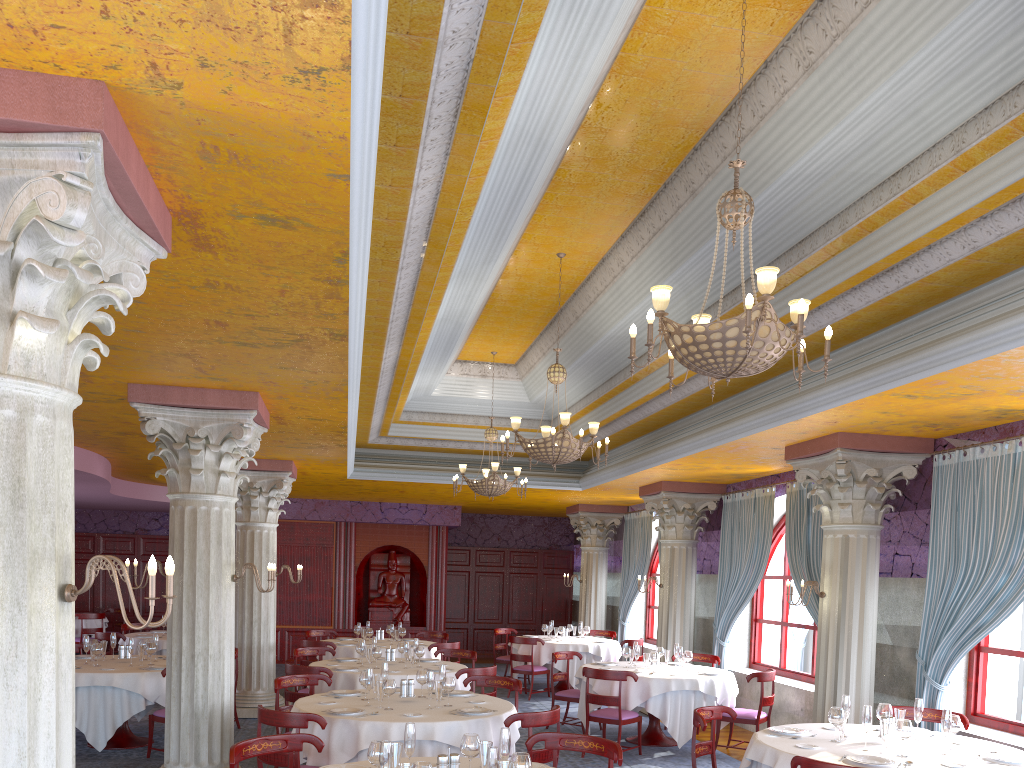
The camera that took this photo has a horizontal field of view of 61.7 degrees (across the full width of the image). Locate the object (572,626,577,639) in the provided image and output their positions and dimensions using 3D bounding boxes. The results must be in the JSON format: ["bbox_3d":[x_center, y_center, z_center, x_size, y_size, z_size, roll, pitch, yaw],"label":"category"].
[{"bbox_3d":[1.186,4.718,16.261,0.085,0.238,0.085,2,1,14],"label":"object"}]

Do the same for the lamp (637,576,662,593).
[{"bbox_3d":[2.180,3.194,13.642,0.383,0.273,0.343,5,-7,-23],"label":"lamp"}]

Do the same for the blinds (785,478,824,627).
[{"bbox_3d":[3.703,2.853,10.508,0.245,3.529,1.703,1,0,-12],"label":"blinds"}]

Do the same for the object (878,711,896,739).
[{"bbox_3d":[2.842,2.581,6.483,0.145,0.212,0.071,3,0,-31],"label":"object"}]

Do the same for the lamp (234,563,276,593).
[{"bbox_3d":[-2.347,1.771,7.843,0.383,0.273,0.343,5,-7,-23],"label":"lamp"}]

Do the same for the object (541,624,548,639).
[{"bbox_3d":[0.612,4.641,16.055,0.122,0.265,0.122,2,0,3],"label":"object"}]

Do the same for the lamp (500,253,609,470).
[{"bbox_3d":[0.452,-0.236,8.547,0.955,2.182,0.962,2,0,34],"label":"lamp"}]

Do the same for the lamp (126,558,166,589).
[{"bbox_3d":[-3.304,1.723,7.763,0.383,0.273,0.343,5,-7,-23],"label":"lamp"}]

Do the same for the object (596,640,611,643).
[{"bbox_3d":[1.631,4.676,15.535,0.313,0.024,0.319,4,-13,-11],"label":"object"}]

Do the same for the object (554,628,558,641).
[{"bbox_3d":[0.809,4.570,15.647,0.086,0.238,0.085,1,1,-31],"label":"object"}]

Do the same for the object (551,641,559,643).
[{"bbox_3d":[0.761,4.585,15.235,0.055,0.019,0.261,-6,-15,37],"label":"object"}]

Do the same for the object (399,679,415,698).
[{"bbox_3d":[-0.956,2.757,7.816,0.145,0.212,0.071,3,0,-31],"label":"object"}]

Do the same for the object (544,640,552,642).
[{"bbox_3d":[0.569,4.596,15.322,0.313,0.024,0.319,4,-13,-11],"label":"object"}]

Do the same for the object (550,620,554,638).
[{"bbox_3d":[0.758,4.653,16.251,0.073,0.336,0.073,3,2,25],"label":"object"}]

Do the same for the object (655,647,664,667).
[{"bbox_3d":[2.008,3.710,11.648,0.122,0.265,0.122,2,0,-20],"label":"object"}]

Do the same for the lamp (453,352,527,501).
[{"bbox_3d":[-0.295,0.595,12.408,0.955,2.182,0.962,2,0,34],"label":"lamp"}]

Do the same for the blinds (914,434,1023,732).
[{"bbox_3d":[4.233,2.263,7.764,0.245,3.529,1.704,1,0,-9],"label":"blinds"}]

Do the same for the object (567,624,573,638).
[{"bbox_3d":[1.100,4.719,16.340,0.122,0.265,0.122,2,0,-20],"label":"object"}]

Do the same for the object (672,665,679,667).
[{"bbox_3d":[2.244,3.859,11.721,0.139,0.011,0.030,-7,-14,36],"label":"object"}]

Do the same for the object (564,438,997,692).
[{"bbox_3d":[3.980,2.415,8.806,2.096,3.565,29.672,2,-12,-11],"label":"object"}]

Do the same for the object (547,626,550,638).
[{"bbox_3d":[0.691,4.676,16.142,0.086,0.238,0.085,1,1,-31],"label":"object"}]

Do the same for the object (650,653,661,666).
[{"bbox_3d":[1.901,3.626,11.346,0.145,0.212,0.071,3,0,-31],"label":"object"}]

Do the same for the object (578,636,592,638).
[{"bbox_3d":[1.421,4.904,16.596,0.313,0.024,0.319,4,-13,-11],"label":"object"}]

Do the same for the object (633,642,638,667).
[{"bbox_3d":[1.665,3.645,11.559,0.074,0.336,0.073,0,3,-42],"label":"object"}]

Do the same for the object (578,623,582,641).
[{"bbox_3d":[1.241,4.536,15.653,0.073,0.336,0.073,3,2,25],"label":"object"}]

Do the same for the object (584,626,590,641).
[{"bbox_3d":[1.384,4.620,15.852,0.122,0.265,0.122,2,0,3],"label":"object"}]

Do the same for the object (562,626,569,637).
[{"bbox_3d":[0.994,4.635,16.038,0.145,0.212,0.071,3,0,-31],"label":"object"}]

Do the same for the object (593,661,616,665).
[{"bbox_3d":[1.265,3.815,11.692,0.317,0.024,0.316,12,-16,-40],"label":"object"}]

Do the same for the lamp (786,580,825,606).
[{"bbox_3d":[3.077,2.197,9.004,0.383,0.273,0.343,5,-7,-23],"label":"lamp"}]

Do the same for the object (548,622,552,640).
[{"bbox_3d":[0.700,4.532,15.710,0.073,0.336,0.073,3,2,25],"label":"object"}]

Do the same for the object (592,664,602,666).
[{"bbox_3d":[1.196,3.789,11.533,0.254,0.003,0.022,-6,-15,33],"label":"object"}]

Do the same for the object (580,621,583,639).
[{"bbox_3d":[1.299,4.658,16.194,0.073,0.336,0.073,3,2,25],"label":"object"}]

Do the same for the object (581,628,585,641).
[{"bbox_3d":[1.305,4.612,15.767,0.086,0.238,0.085,1,1,-31],"label":"object"}]

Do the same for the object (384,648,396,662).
[{"bbox_3d":[-1.537,3.402,10.817,0.145,0.212,0.071,3,0,-31],"label":"object"}]

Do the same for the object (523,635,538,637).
[{"bbox_3d":[0.358,4.824,16.384,0.313,0.024,0.319,4,-13,-11],"label":"object"}]

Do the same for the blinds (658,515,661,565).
[{"bbox_3d":[2.812,3.843,15.116,0.245,3.529,1.703,1,0,-12],"label":"blinds"}]

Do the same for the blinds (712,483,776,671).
[{"bbox_3d":[3.322,3.276,12.478,0.245,3.529,1.704,1,0,-9],"label":"blinds"}]

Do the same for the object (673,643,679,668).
[{"bbox_3d":[2.206,3.649,11.502,0.074,0.336,0.073,1,2,-20],"label":"object"}]

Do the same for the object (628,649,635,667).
[{"bbox_3d":[1.598,3.667,11.450,0.086,0.238,0.085,2,1,-8],"label":"object"}]

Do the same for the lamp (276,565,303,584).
[{"bbox_3d":[-3.253,2.778,12.526,0.383,0.273,0.343,5,-7,-23],"label":"lamp"}]

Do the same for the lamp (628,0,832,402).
[{"bbox_3d":[1.211,-1.079,4.623,0.955,2.182,0.962,2,0,34],"label":"lamp"}]

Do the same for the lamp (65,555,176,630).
[{"bbox_3d":[-1.444,0.766,3.171,0.383,0.273,0.343,5,-7,-23],"label":"lamp"}]

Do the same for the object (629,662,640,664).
[{"bbox_3d":[1.715,3.891,11.936,0.158,0.009,0.162,-2,-13,19],"label":"object"}]

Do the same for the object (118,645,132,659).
[{"bbox_3d":[-4.607,3.167,10.190,0.145,0.212,0.071,3,0,-31],"label":"object"}]

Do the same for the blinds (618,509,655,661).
[{"bbox_3d":[2.431,4.267,17.086,0.245,3.529,1.704,1,0,-9],"label":"blinds"}]

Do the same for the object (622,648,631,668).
[{"bbox_3d":[1.520,3.632,11.363,0.122,0.265,0.122,2,0,3],"label":"object"}]

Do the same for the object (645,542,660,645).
[{"bbox_3d":[3.251,3.786,16.248,0.160,2.534,3.619,1,-7,-11],"label":"object"}]

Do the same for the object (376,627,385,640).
[{"bbox_3d":[-2.166,4.102,14.071,0.145,0.212,0.071,3,0,-31],"label":"object"}]

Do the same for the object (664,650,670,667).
[{"bbox_3d":[2.094,3.709,11.569,0.085,0.238,0.085,2,1,14],"label":"object"}]

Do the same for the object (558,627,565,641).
[{"bbox_3d":[0.896,4.542,15.568,0.123,0.265,0.122,2,0,-42],"label":"object"}]

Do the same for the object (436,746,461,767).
[{"bbox_3d":[-0.348,2.080,4.669,0.145,0.212,0.071,3,0,-31],"label":"object"}]
